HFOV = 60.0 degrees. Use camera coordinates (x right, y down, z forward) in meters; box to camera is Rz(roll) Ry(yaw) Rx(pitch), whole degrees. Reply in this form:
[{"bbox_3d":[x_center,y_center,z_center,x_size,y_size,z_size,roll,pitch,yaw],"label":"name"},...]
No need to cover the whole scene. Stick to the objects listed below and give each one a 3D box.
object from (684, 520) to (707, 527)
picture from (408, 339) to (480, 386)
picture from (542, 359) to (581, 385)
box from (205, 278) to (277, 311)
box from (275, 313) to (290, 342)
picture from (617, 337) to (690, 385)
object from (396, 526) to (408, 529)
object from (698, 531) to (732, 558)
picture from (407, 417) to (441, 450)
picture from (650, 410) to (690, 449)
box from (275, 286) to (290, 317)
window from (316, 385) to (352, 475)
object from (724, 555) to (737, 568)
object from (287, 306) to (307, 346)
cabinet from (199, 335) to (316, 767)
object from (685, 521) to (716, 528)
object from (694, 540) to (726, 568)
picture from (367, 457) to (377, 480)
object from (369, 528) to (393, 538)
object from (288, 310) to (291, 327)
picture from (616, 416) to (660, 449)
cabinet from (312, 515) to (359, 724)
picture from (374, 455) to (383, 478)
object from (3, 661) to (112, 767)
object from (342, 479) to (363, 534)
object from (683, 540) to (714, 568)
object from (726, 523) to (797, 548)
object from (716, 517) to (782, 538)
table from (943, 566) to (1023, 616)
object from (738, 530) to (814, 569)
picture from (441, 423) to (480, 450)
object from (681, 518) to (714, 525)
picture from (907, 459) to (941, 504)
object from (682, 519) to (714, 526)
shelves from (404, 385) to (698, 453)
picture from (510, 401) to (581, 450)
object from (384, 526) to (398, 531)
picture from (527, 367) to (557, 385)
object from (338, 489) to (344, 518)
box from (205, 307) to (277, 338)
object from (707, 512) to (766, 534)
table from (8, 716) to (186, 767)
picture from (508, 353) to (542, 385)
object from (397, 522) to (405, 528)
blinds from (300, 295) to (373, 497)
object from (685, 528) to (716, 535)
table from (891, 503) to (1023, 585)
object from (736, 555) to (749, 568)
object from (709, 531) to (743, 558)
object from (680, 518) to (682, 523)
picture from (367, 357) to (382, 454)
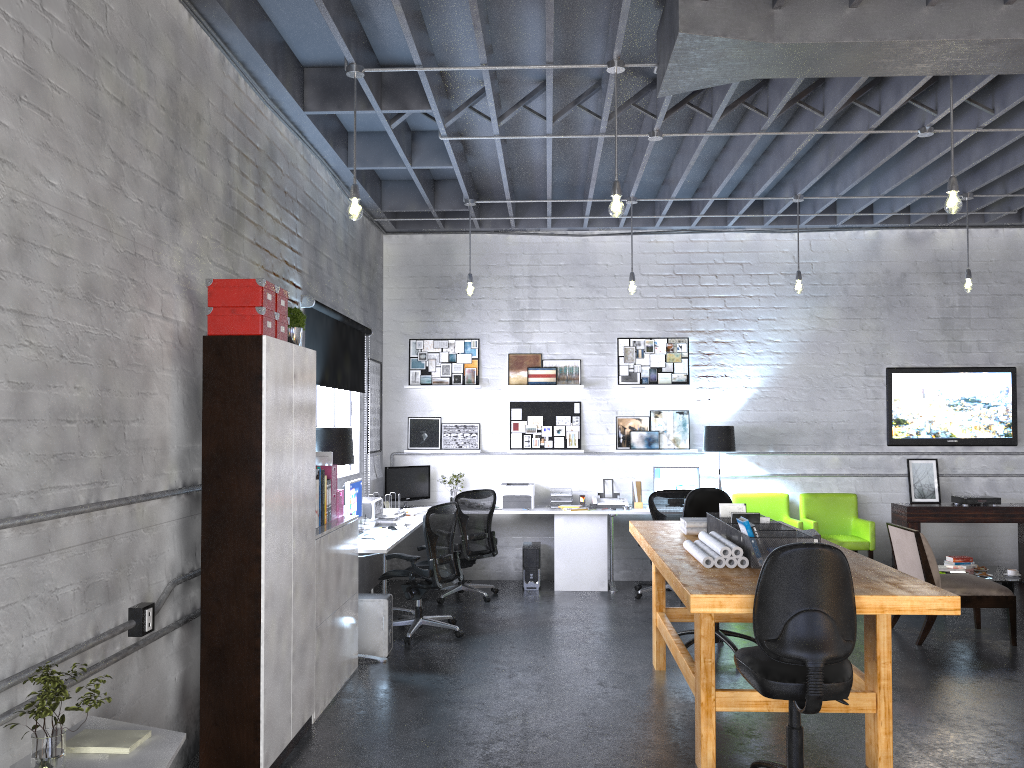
[{"bbox_3d":[1.366,0.897,5.693,0.519,0.047,0.046,0,-2,2],"label":"object"},{"bbox_3d":[-0.718,-0.229,9.368,0.749,0.503,0.058,0,-2,2],"label":"picture"},{"bbox_3d":[0.521,-0.119,9.319,0.410,0.277,0.036,0,-2,2],"label":"picture"},{"bbox_3d":[-1.260,-0.411,4.141,0.270,0.131,0.206,0,-2,2],"label":"box"},{"bbox_3d":[-1.251,-0.272,4.346,0.270,0.131,0.206,0,-2,2],"label":"box"},{"bbox_3d":[1.479,-0.236,9.278,0.749,0.503,0.058,0,-2,2],"label":"picture"},{"bbox_3d":[-0.911,1.176,7.242,0.119,0.016,0.119,-1,-3,20],"label":"object"},{"bbox_3d":[1.072,0.849,4.711,0.057,0.057,0.635,0,-3,2],"label":"object"},{"bbox_3d":[-0.926,0.520,9.364,0.355,0.343,0.042,0,-2,2],"label":"picture"},{"bbox_3d":[1.648,0.478,9.256,0.410,0.408,0.047,0,-2,2],"label":"picture"},{"bbox_3d":[-1.253,-0.403,4.349,0.268,0.133,0.206,0,-2,2],"label":"box"},{"bbox_3d":[-1.540,0.168,7.332,0.030,1.219,1.823,0,-2,2],"label":"window"},{"bbox_3d":[1.100,0.898,4.709,0.057,0.058,0.635,0,-3,2],"label":"object"},{"bbox_3d":[-1.202,-0.305,4.831,0.169,0.240,0.171,0,-2,1],"label":"object"},{"bbox_3d":[-1.242,0.821,4.434,0.291,2.046,0.873,0,-2,2],"label":"cabinet"},{"bbox_3d":[1.364,0.895,5.637,0.519,0.047,0.046,0,-2,0],"label":"object"},{"bbox_3d":[1.044,0.898,4.711,0.058,0.057,0.635,0,-3,2],"label":"object"},{"bbox_3d":[-1.378,0.830,8.733,0.036,0.221,0.289,0,-2,2],"label":"picture"},{"bbox_3d":[-1.016,1.153,6.865,0.181,0.028,0.422,0,-3,-8],"label":"object"},{"bbox_3d":[-1.255,-0.312,4.684,0.171,0.240,0.169,-2,-3,41],"label":"object"},{"bbox_3d":[1.312,0.511,9.261,0.452,0.345,0.054,0,-2,2],"label":"picture"},{"bbox_3d":[-1.296,1.380,5.459,0.465,1.020,1.152,0,-2,2],"label":"cabinet"},{"bbox_3d":[-1.364,0.845,9.080,0.036,0.221,0.289,0,-2,2],"label":"picture"},{"bbox_3d":[-1.403,1.056,2.746,0.297,0.362,0.271,-2,-2,37],"label":"object"},{"bbox_3d":[-1.285,0.961,6.918,0.212,0.417,0.465,0,-2,2],"label":"object"},{"bbox_3d":[0.986,0.898,4.713,0.057,0.058,0.635,0,-3,2],"label":"object"},{"bbox_3d":[1.351,0.853,4.822,0.316,0.156,0.306,0,-2,2],"label":"object"},{"bbox_3d":[1.364,0.867,5.130,0.316,0.156,0.306,0,-2,2],"label":"object"},{"bbox_3d":[4.148,1.842,7.940,0.873,0.300,0.873,0,-2,6],"label":"table"},{"bbox_3d":[1.339,0.840,4.515,0.316,0.156,0.306,0,-2,2],"label":"object"},{"bbox_3d":[-0.541,0.552,9.345,0.410,0.277,0.036,0,-2,2],"label":"picture"},{"bbox_3d":[1.370,0.901,5.785,0.519,0.047,0.046,0,-2,2],"label":"object"},{"bbox_3d":[4.229,0.996,9.107,0.308,0.456,0.092,0,-2,2],"label":"picture"},{"bbox_3d":[1.368,0.899,5.739,0.519,0.047,0.046,0,-2,2],"label":"object"},{"bbox_3d":[0.395,0.363,9.235,3.024,0.694,0.199,0,-2,2],"label":"shelves"},{"bbox_3d":[0.350,0.435,9.306,0.749,0.503,0.058,0,-2,2],"label":"picture"},{"bbox_3d":[-0.979,1.162,7.157,0.114,0.036,0.058,0,-2,-8],"label":"object"},{"bbox_3d":[0.315,-0.079,9.311,0.311,0.196,0.029,0,-2,2],"label":"picture"},{"bbox_3d":[-1.252,0.803,5.954,0.214,0.177,0.161,0,-2,2],"label":"object"},{"bbox_3d":[-1.260,-0.282,4.138,0.270,0.131,0.206,0,-2,2],"label":"box"},{"bbox_3d":[1.377,0.881,5.437,0.316,0.156,0.306,0,-2,2],"label":"object"},{"bbox_3d":[-1.383,1.502,2.704,0.517,0.532,1.337,0,-2,2],"label":"table"},{"bbox_3d":[0.136,-0.151,9.339,0.355,0.343,0.042,0,-2,2],"label":"picture"},{"bbox_3d":[-0.905,1.152,7.246,0.078,0.049,0.062,1,-2,-27],"label":"object"},{"bbox_3d":[-1.406,0.228,7.324,0.100,1.631,2.120,0,-2,2],"label":"blinds"},{"bbox_3d":[1.364,0.934,5.621,0.519,0.047,0.047,0,-2,2],"label":"object"},{"bbox_3d":[4.614,1.625,8.924,1.410,0.819,0.404,0,-2,2],"label":"table"},{"bbox_3d":[1.157,0.898,4.706,0.058,0.057,0.635,0,-3,2],"label":"object"},{"bbox_3d":[1.129,0.849,4.709,0.057,0.057,0.635,0,-3,2],"label":"object"},{"bbox_3d":[1.372,0.903,5.832,0.519,0.047,0.046,0,-2,2],"label":"object"},{"bbox_3d":[-1.380,0.224,8.917,0.020,0.934,0.659,0,-2,2],"label":"picture"}]
